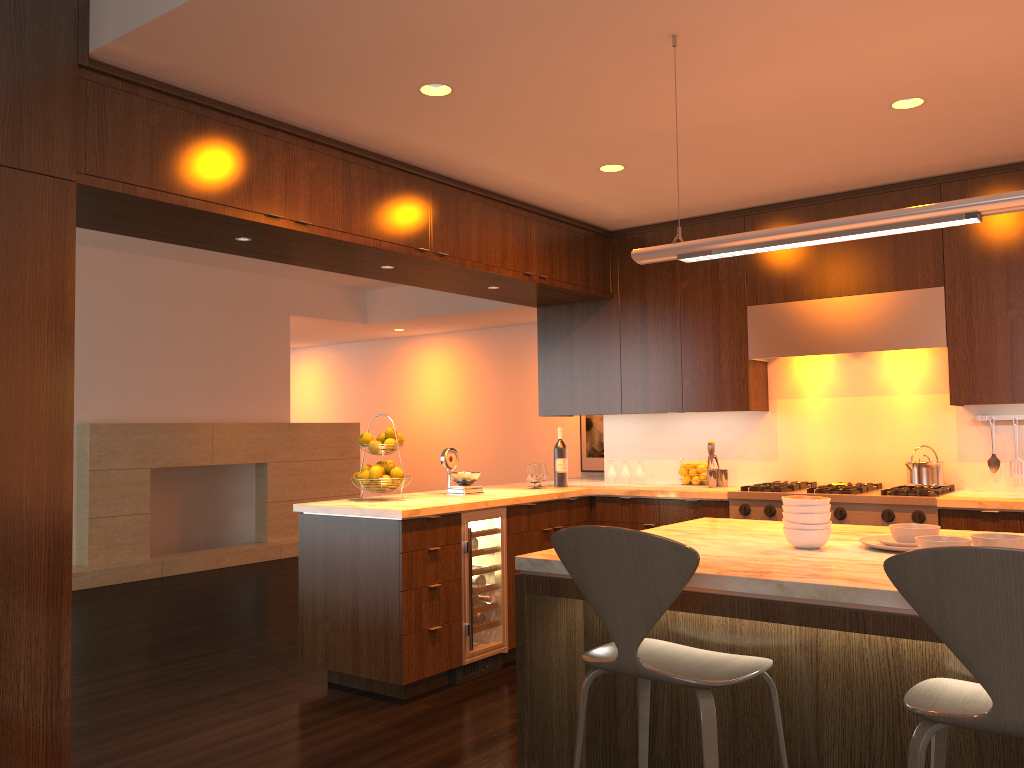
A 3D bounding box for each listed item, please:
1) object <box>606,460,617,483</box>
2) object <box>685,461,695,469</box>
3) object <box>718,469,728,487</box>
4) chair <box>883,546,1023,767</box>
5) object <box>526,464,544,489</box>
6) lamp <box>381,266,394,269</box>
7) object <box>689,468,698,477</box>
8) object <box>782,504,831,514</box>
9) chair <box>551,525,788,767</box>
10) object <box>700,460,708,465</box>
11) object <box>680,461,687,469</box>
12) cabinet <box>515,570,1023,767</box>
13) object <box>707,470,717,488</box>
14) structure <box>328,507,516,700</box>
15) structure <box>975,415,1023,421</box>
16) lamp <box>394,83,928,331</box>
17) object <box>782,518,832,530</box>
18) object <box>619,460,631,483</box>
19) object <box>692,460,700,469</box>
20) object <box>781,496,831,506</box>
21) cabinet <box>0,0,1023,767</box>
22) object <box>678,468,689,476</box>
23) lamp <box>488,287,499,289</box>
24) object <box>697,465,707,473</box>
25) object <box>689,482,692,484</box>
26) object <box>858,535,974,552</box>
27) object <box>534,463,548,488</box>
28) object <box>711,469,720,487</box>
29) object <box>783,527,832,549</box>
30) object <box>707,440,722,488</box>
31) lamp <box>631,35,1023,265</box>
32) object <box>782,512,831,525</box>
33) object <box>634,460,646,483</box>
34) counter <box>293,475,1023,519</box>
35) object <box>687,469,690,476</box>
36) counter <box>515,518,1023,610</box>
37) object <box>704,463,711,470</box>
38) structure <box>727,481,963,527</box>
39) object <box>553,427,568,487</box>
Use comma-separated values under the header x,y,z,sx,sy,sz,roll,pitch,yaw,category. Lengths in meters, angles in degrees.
x,y,z,sx,sy,sz,roll,pitch,yaw,category
0.677,0.592,6.031,0.079,0.154,0.079,-2,-3,20,object
1.118,0.512,5.579,0.063,0.051,0.053,-2,-3,27,object
1.286,0.573,5.389,0.060,0.106,0.060,0,-3,-21,object
1.052,0.833,1.816,0.520,1.047,0.506,-3,-4,37,chair
0.141,0.574,5.496,0.112,0.151,0.112,1,-4,-35,object
-0.646,-0.607,4.603,0.068,0.004,0.068,-2,-3,18,lamp
1.138,0.556,5.571,0.052,0.053,0.062,-4,-4,42,object
0.878,0.389,2.642,0.140,0.064,0.139,-1,-3,11,object
0.394,0.867,2.259,0.520,1.047,0.506,-4,-4,42,chair
1.227,0.513,5.659,0.050,0.060,0.059,0,-3,-20,object
1.097,0.519,5.627,0.052,0.060,0.057,1,-4,-32,object
1.483,0.933,2.226,2.713,0.876,1.281,-3,-4,37,cabinet
1.207,0.572,5.349,0.060,0.106,0.060,0,-3,-21,object
1.322,1.078,4.791,3.400,0.862,3.060,-3,-4,37,structure
2.709,0.172,4.605,0.541,0.031,0.048,-3,-4,40,structure
-2.851,-0.890,8.893,16.431,0.171,5.868,-3,-4,37,lamp
0.878,0.433,2.640,0.140,0.068,0.139,-2,-3,20,object
0.762,0.588,5.965,0.079,0.154,0.079,-2,-3,20,object
1.164,0.510,5.617,0.051,0.053,0.063,0,-3,-19,object
0.877,0.368,2.644,0.139,0.062,0.140,2,-4,-44,object
1.326,-0.071,3.281,5.521,2.997,7.728,-3,-4,37,cabinet
1.083,0.557,5.600,0.063,0.051,0.053,-3,-4,39,object
-0.111,-0.578,5.315,0.068,0.004,0.068,-2,-3,18,lamp
1.187,0.533,5.552,0.061,0.052,0.053,-1,-3,-7,object
1.116,0.612,5.642,0.061,0.053,0.053,-2,-3,22,object
1.178,0.470,2.589,0.310,0.021,0.309,-3,-4,37,object
0.176,0.581,5.645,0.112,0.151,0.112,1,-4,-35,object
1.256,0.577,5.458,0.060,0.106,0.060,0,-3,-21,object
0.879,0.458,2.639,0.140,0.059,0.139,-3,-3,28,object
1.200,0.482,5.367,0.101,0.288,0.088,0,-3,-23,object
1.415,-0.835,2.307,2.465,0.765,0.120,-3,-4,37,lamp
0.878,0.411,2.640,0.140,0.062,0.139,-3,-4,37,object
0.849,0.583,5.897,0.079,0.154,0.079,-2,-3,20,object
1.271,0.613,4.768,3.616,0.038,3.187,-3,-4,37,counter
1.134,0.556,5.628,0.064,0.053,0.051,0,-3,-17,object
1.476,0.477,2.251,2.711,0.038,1.280,-3,-4,37,counter
1.230,0.522,5.592,0.051,0.053,0.063,0,-3,-7,object
1.855,0.579,4.914,1.067,0.422,0.824,-3,-4,37,structure
0.309,0.465,5.637,0.095,0.378,0.094,1,-3,-28,object
